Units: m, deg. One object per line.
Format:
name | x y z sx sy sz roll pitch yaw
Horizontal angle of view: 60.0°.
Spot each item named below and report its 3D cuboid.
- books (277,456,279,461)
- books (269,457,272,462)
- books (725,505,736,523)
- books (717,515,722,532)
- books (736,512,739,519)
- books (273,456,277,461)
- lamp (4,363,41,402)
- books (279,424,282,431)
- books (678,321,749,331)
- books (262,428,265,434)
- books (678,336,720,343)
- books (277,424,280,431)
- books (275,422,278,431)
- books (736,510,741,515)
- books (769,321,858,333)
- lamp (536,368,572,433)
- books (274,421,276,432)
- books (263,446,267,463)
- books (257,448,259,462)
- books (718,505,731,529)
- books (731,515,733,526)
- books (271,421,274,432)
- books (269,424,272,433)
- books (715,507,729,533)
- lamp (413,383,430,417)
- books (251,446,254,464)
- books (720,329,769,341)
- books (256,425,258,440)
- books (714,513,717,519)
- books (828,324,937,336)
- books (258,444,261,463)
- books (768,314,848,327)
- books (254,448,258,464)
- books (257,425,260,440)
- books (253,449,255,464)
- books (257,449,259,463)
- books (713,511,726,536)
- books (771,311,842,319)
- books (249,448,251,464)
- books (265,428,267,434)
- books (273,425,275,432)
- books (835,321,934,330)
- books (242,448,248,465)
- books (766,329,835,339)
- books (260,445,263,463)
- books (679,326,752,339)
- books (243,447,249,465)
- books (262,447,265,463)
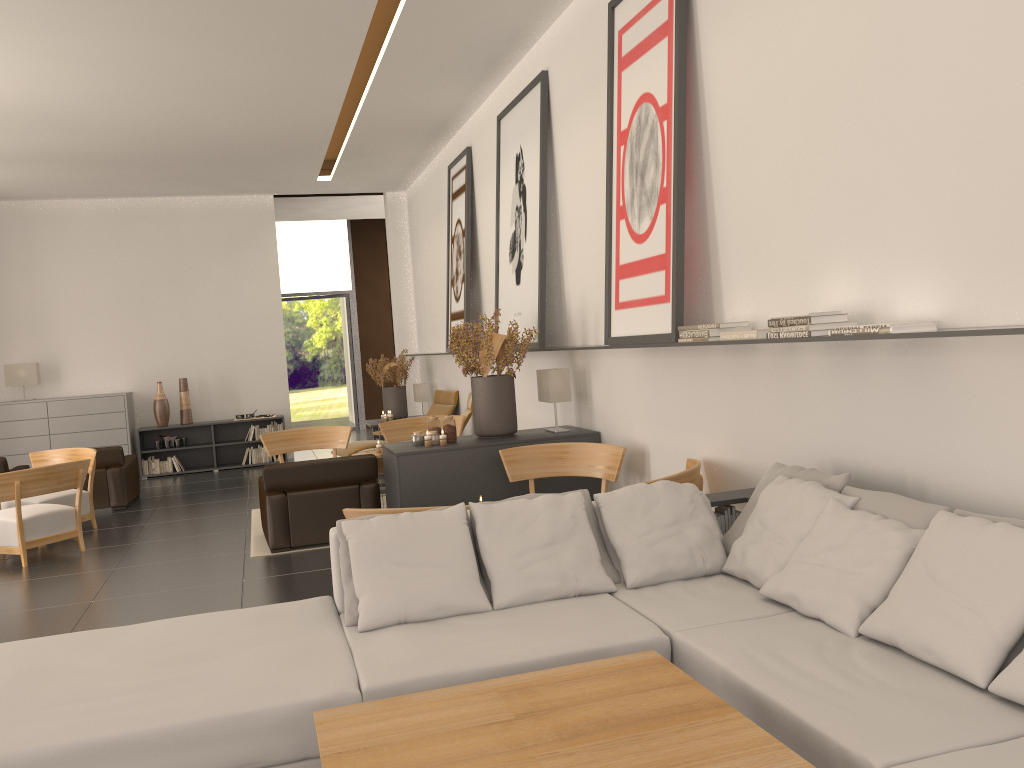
books | -5.262 1.556 20.099 0.154 0.360 0.249 -5 2 -16
books | -5.474 1.578 20.065 0.057 0.346 0.197 -5 2 -16
books | 1.635 1.047 6.676 0.028 0.273 0.165 -5 2 -16
books | 1.517 1.086 6.639 0.034 0.217 0.161 -5 2 -16
books | 1.664 1.068 6.685 0.028 0.226 0.168 -5 2 -16
books | -5.390 1.584 20.068 0.106 0.325 0.238 -5 2 -16
lamp | -10.502 -0.039 19.049 0.619 0.795 0.309 -5 2 -16
books | -5.237 1.059 20.083 0.048 0.305 0.226 -5 2 -16
books | 1.631 -0.468 7.208 0.300 0.040 0.526 -5 3 -26
books | -5.603 1.117 20.008 0.054 0.249 0.167 -5 2 -16
books | 1.638 -0.370 7.219 0.377 0.032 0.504 -5 3 -16
books | -5.278 1.059 20.061 0.039 0.312 0.246 -5 2 -16
books | -5.323 1.039 20.066 0.039 0.357 0.210 -5 2 -16
books | 1.696 1.068 6.698 0.039 0.221 0.174 -5 2 -16
books | 2.004 -0.379 5.930 0.350 0.038 0.525 -5 3 -11
lamp | 0.522 0.199 10.810 0.257 0.757 0.514 -5 2 -16
books | -5.357 1.029 20.051 0.029 0.385 0.219 -5 2 -16
books | -5.575 1.558 20.011 0.042 0.404 0.245 -5 2 -16
books | -5.714 1.613 19.981 0.018 0.318 0.227 -5 2 -16
books | 1.599 1.050 6.660 0.021 0.274 0.156 -5 2 -16
books | 1.618 1.078 6.665 0.012 0.215 0.153 -5 2 -16
books | -5.408 1.034 20.030 0.039 0.384 0.232 -5 2 -16
books | -5.444 1.070 20.018 0.039 0.318 0.236 -5 2 -16
books | 1.576 1.062 6.650 0.028 0.254 0.149 -5 2 -16
lamp | -1.999 0.372 19.675 0.257 0.756 0.514 -5 2 -16
books | -5.831 1.594 19.935 0.042 0.376 0.248 -5 2 -16
books | 1.805 -0.370 6.620 0.301 0.064 0.406 -5 3 -26
books | -5.738 1.093 19.924 0.019 0.324 0.254 -5 2 -16
books | 1.489 1.076 6.641 0.015 0.241 0.180 -5 2 -16
books | 2.198 -0.321 5.281 0.337 0.034 0.517 -5 3 -21
books | -5.693 1.567 19.984 0.031 0.406 0.231 -5 2 -16
books | 1.963 -0.421 5.908 0.284 0.053 0.485 -5 3 -16
books | -5.762 1.613 19.951 0.057 0.327 0.257 -5 2 -16
books | -5.711 1.087 19.966 0.054 0.328 0.187 -5 2 -16
books | -5.799 1.619 19.943 0.018 0.321 0.252 -5 2 -16
books | -5.726 1.610 19.957 0.016 0.327 0.265 -5 2 -16
books | 1.546 1.080 6.655 0.028 0.222 0.175 -5 2 -16
books | 1.961 -0.460 5.922 0.256 0.023 0.434 -5 3 -16
books | -5.880 1.616 19.912 0.071 0.344 0.265 -5 2 -16
books | -5.550 1.113 20.023 0.054 0.249 0.167 -5 2 -16
books | -5.378 1.072 20.048 0.017 0.302 0.215 -5 2 -16
books | 2.209 -0.348 5.276 0.338 0.018 0.433 -5 3 -21
books | -5.986 1.618 19.890 0.154 0.360 0.249 -5 2 -16
books | 1.976 -0.338 5.922 0.316 0.040 0.504 -5 3 -16
books | -5.658 1.579 19.999 0.042 0.376 0.221 -5 2 -16
books | 1.650 -0.418 7.210 0.391 0.063 0.498 -5 3 -16
books | -5.958 1.610 19.897 0.156 0.371 0.252 -5 2 -16
books | -5.612 1.596 19.998 0.042 0.335 0.248 -5 2 -16
